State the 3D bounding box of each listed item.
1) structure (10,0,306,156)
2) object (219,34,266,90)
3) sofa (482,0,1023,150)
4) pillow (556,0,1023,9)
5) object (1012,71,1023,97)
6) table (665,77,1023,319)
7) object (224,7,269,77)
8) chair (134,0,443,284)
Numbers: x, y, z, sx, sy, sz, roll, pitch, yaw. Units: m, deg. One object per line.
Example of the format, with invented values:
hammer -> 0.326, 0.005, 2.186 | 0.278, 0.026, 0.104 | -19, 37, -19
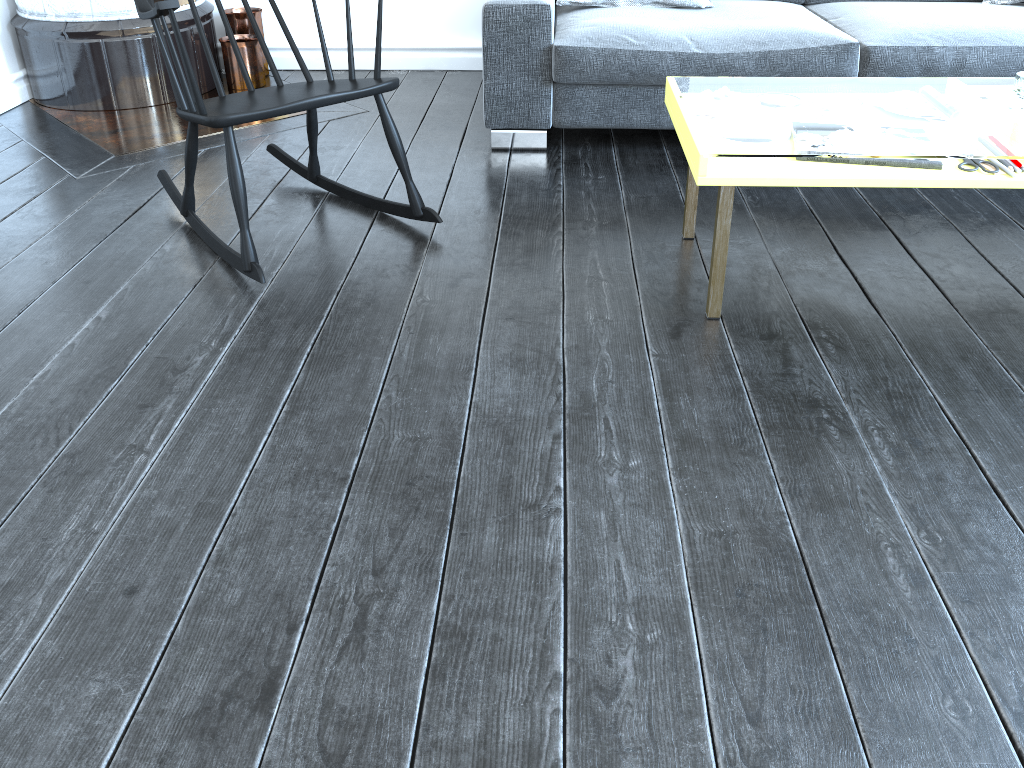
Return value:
structure -> -1.475, -2.380, 2.944 | 0.796, 2.750, 1.305 | -23, 36, -35
object -> -1.132, -1.357, 3.714 | 0.174, 0.190, 0.180 | -4, 30, -6
sofa -> 1.112, -1.333, 3.167 | 2.372, 0.689, 1.140 | 1, 31, 3
pillow -> 1.181, -1.590, 3.153 | 2.056, 0.469, 0.502 | 4, 30, 7
object -> 1.191, -0.738, 1.989 | 0.076, 0.165, 0.077 | 20, 35, 33
table -> 1.073, -0.422, 1.996 | 1.400, 0.381, 0.631 | 1, 31, 3
object -> -1.164, -1.491, 3.857 | 0.173, 0.267, 0.185 | 1, 29, 3
chair -> -0.683, -0.901, 2.253 | 0.626, 0.956, 0.931 | -24, 37, -35
